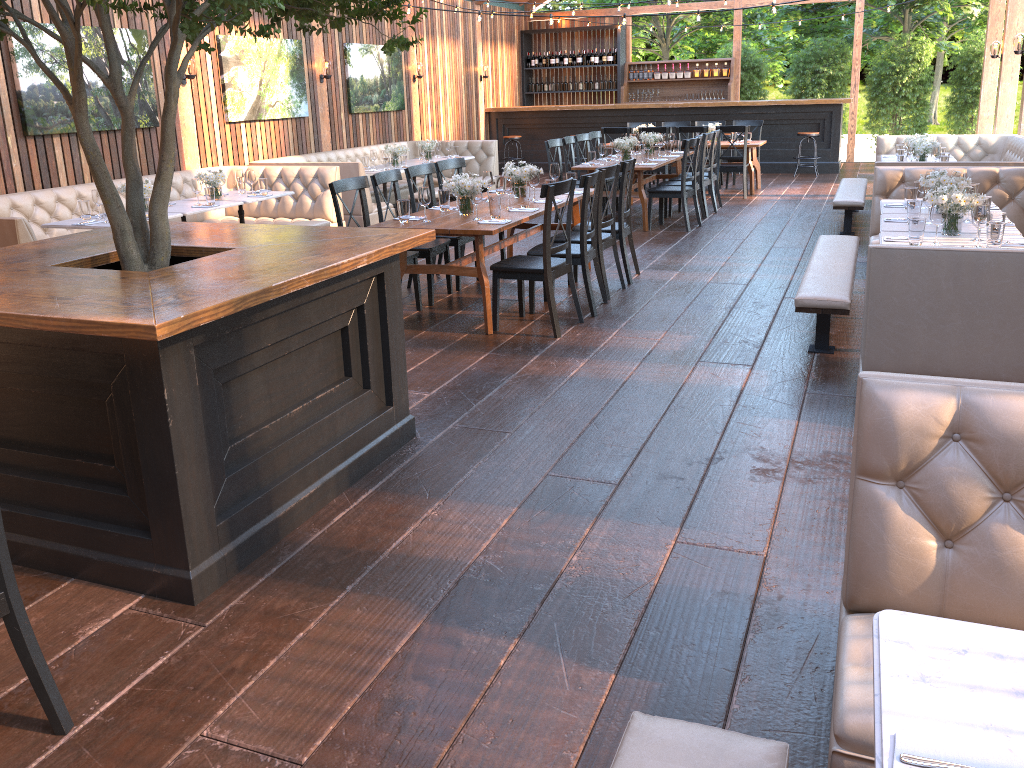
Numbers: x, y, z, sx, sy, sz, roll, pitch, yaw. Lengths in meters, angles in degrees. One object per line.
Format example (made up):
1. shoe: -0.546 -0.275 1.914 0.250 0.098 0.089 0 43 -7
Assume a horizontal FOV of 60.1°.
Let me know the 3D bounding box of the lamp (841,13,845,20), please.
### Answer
1. lamp: 5.747 -6.376 15.362 0.056 0.118 0.057 -5 16 -11

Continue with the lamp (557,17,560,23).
1. lamp: 1.000 -7.799 18.957 0.056 0.116 0.068 0 16 8

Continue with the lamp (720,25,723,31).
1. lamp: 3.968 -6.743 16.757 0.059 0.117 0.057 -3 16 -4

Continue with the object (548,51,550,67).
1. object: 0.813 -7.012 19.100 0.087 0.329 0.089 -1 15 3

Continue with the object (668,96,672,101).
1. object: 3.304 -5.983 18.537 0.124 0.095 0.125 9 20 32

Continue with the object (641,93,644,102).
1. object: 2.722 -5.984 18.457 0.070 0.182 0.071 6 17 26

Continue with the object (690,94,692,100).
1. object: 3.729 -5.955 18.355 0.097 0.132 0.099 1 16 9

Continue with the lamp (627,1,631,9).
1. lamp: 1.871 -6.066 14.177 0.056 0.118 0.057 -8 17 -21

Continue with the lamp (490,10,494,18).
1. lamp: -0.303 -5.630 13.466 0.056 0.119 0.057 10 20 37

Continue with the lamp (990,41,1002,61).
1. lamp: 7.649 -5.257 13.979 0.178 0.315 0.148 5 17 22

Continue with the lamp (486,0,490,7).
1. lamp: -0.391 -6.188 14.391 0.061 0.117 0.057 10 20 37

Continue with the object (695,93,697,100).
1. object: 3.832 -5.940 18.298 0.097 0.132 0.099 1 16 9

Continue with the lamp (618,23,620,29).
1. lamp: 2.188 -7.320 18.106 0.056 0.117 0.062 6 18 27

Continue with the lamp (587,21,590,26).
1. lamp: 1.597 -7.554 18.547 0.058 0.117 0.057 -9 17 -22

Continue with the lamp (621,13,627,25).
1. lamp: 1.168 -3.800 9.223 0.056 0.118 0.057 6 18 27

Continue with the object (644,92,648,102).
1. object: 2.785 -5.968 18.403 0.070 0.182 0.071 6 17 26

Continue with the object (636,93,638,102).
1. object: 2.635 -6.017 18.567 0.070 0.182 0.071 6 17 26

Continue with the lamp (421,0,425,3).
1. lamp: -1.445 -6.226 14.323 0.056 0.116 0.066 -7 17 -17

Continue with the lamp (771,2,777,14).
1. lamp: 2.693 -3.857 9.078 0.056 0.118 0.057 -7 16 -17

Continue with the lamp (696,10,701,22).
1. lamp: 1.930 -3.807 9.149 0.056 0.119 0.057 4 17 21

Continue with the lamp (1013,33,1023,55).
1. lamp: 6.618 -4.402 11.513 0.178 0.315 0.148 5 17 22

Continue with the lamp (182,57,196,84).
1. lamp: -3.605 -3.509 9.865 0.178 0.315 0.148 5 17 22

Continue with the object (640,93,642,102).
1. object: 2.715 -6.011 18.541 0.070 0.182 0.071 6 17 26

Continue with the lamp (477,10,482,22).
1. lamp: -0.347 -3.883 9.347 0.056 0.119 0.057 1 16 9

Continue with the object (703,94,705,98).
1. object: 3.936 -5.892 18.143 0.097 0.132 0.099 1 16 9

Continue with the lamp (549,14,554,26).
1. lamp: 0.411 -3.818 9.271 0.057 0.118 0.057 12 21 40

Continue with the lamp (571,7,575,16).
1. lamp: 0.869 -5.276 12.533 0.056 0.117 0.060 -1 16 2

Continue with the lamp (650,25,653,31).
1. lamp: 2.781 -7.107 17.665 0.056 0.117 0.062 4 17 21

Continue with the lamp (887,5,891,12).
1. lamp: 6.322 -6.304 14.852 0.065 0.116 0.057 5 17 24

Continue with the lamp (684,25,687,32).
1. lamp: 3.386 -6.919 17.229 0.057 0.119 0.057 -13 19 -33

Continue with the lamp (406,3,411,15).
1. lamp: -1.101 -3.983 9.405 0.057 0.118 0.057 -15 20 -38

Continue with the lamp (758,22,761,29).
1. lamp: 4.567 -6.601 16.306 0.056 0.119 0.057 -4 16 -9

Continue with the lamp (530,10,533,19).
1. lamp: 0.285 -5.434 13.008 0.057 0.119 0.057 -12 19 -32

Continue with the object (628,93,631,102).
1. object: 2.465 -6.004 18.545 0.070 0.182 0.071 6 17 26

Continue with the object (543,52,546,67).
1. object: 0.702 -6.977 19.040 0.078 0.307 0.079 3 16 17

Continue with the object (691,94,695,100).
1. object: 3.729 -5.909 18.215 0.097 0.132 0.099 1 16 9

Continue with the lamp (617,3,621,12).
1. lamp: 1.462 -5.141 12.074 0.056 0.119 0.057 -4 16 -9

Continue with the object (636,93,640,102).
1. object: 2.633 -5.986 18.472 0.070 0.182 0.071 6 17 26

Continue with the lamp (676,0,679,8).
1. lamp: 2.634 -6.059 14.095 0.056 0.118 0.057 6 18 27

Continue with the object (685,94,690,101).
1. object: 3.618 -5.922 18.266 0.097 0.132 0.099 1 16 9

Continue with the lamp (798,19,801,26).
1. lamp: 5.151 -6.474 15.831 0.056 0.119 0.057 -6 16 -15

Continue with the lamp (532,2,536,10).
1. lamp: 0.355 -6.120 14.314 0.057 0.117 0.060 -9 17 -23

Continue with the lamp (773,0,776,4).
1. lamp: 4.147 -6.069 13.970 0.057 0.119 0.057 11 21 39

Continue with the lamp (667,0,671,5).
1. lamp: 2.060 -5.024 11.596 0.057 0.118 0.057 3 16 16

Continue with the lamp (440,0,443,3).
1. lamp: -1.149 -6.278 14.431 0.056 0.118 0.057 -7 16 -16

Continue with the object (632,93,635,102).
1. object: 2.542 -5.994 18.507 0.070 0.182 0.071 6 17 26

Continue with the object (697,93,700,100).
1. object: 3.839 -5.904 18.190 0.097 0.132 0.099 1 16 9

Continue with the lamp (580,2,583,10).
1. lamp: 1.113 -6.083 14.247 0.056 0.118 0.057 -7 16 -17

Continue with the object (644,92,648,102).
1. object: 2.802 -6.002 18.504 0.070 0.182 0.071 6 17 26

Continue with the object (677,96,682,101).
1. object: 3.479 -5.923 18.339 0.124 0.095 0.125 9 20 32

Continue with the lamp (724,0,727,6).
1. lamp: 3.390 -6.063 14.036 0.057 0.119 0.057 -16 21 -40

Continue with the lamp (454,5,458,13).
1. lamp: -0.887 -5.889 13.900 0.067 0.116 0.057 -14 20 -37
